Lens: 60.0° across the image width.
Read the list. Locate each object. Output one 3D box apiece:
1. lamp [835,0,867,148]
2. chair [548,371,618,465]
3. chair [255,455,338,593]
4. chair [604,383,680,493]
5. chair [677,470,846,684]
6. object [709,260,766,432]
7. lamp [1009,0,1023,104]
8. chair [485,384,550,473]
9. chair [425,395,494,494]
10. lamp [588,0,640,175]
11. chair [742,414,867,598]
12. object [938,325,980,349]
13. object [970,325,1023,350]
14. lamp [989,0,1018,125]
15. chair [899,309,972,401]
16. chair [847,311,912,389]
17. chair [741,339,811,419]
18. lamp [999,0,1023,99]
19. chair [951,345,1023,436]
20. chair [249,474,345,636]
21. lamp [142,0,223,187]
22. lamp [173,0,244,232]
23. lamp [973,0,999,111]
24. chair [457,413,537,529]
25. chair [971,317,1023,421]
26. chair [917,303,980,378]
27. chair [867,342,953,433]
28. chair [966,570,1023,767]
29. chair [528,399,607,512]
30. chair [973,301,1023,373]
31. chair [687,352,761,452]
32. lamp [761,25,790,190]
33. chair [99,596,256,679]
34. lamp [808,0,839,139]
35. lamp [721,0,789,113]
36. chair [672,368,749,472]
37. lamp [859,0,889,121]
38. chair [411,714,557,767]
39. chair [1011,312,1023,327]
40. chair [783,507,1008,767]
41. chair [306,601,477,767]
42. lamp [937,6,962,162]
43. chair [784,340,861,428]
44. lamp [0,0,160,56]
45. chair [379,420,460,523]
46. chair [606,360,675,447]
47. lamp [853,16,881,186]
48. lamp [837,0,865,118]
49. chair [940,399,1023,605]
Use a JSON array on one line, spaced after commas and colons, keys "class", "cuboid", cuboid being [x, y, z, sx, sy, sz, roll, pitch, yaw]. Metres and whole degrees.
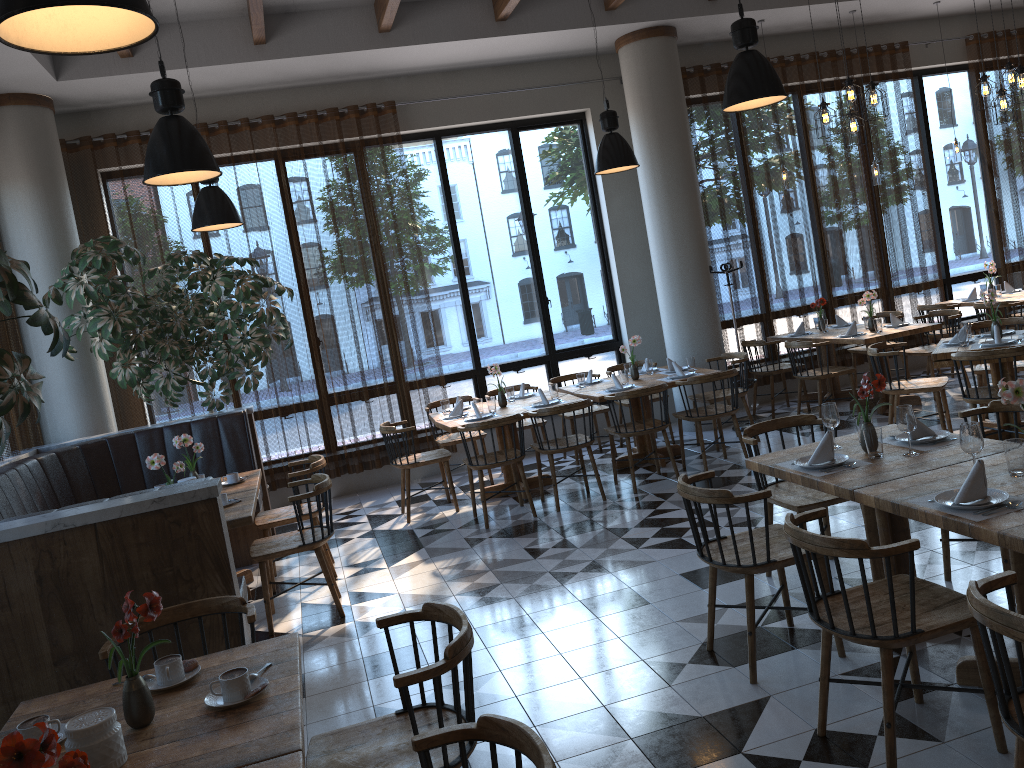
[{"class": "lamp", "cuboid": [2.742, -3.034, 7.443, 0.175, 2.065, 0.175, -12, 4, -28]}, {"class": "chair", "cuboid": [0.694, 0.322, 8.718, 0.520, 0.815, 0.550, -11, 5, -13]}, {"class": "chair", "cuboid": [-1.526, 0.968, 6.272, 0.551, 0.815, 0.520, -11, 4, -14]}, {"class": "chair", "cuboid": [1.052, 0.418, 7.250, 0.520, 0.815, 0.550, -11, 5, -13]}, {"class": "chair", "cuboid": [1.061, 0.781, 3.856, 0.551, 0.815, 0.520, -11, 4, -14]}, {"class": "object", "cuboid": [2.243, -0.379, 8.778, 0.376, 1.654, 0.374, -12, 4, -31]}, {"class": "lamp", "cuboid": [4.194, -3.422, 7.485, 0.175, 2.065, 0.175, -12, 4, -28]}, {"class": "chair", "cuboid": [0.073, 0.446, 8.564, 0.520, 0.815, 0.550, -11, 5, -13]}, {"class": "chair", "cuboid": [-0.495, 0.559, 8.423, 0.520, 0.815, 0.550, -11, 5, -13]}, {"class": "lamp", "cuboid": [0.730, -2.721, 7.436, 0.392, 1.860, 0.390, -13, 5, -36]}, {"class": "chair", "cuboid": [1.552, 0.613, 4.630, 0.520, 0.815, 0.550, -11, 5, -13]}, {"class": "object", "cuboid": [3.436, -0.379, 6.826, 0.271, 0.137, 0.354, -6, 7, 31]}, {"class": "object", "cuboid": [3.532, -0.356, 6.459, 0.351, 0.137, 0.274, -6, 7, 31]}, {"class": "lamp", "cuboid": [4.158, -3.307, 7.707, 0.175, 2.065, 0.175, -9, 4, 5]}, {"class": "chair", "cuboid": [4.205, -0.293, 8.799, 0.551, 0.815, 0.520, -11, 4, -14]}, {"class": "chair", "cuboid": [3.999, -0.345, 9.617, 0.551, 0.815, 0.520, -11, 4, -14]}, {"class": "chair", "cuboid": [2.752, -0.097, 9.308, 0.551, 0.815, 0.520, -11, 4, -14]}, {"class": "lamp", "cuboid": [4.298, -3.579, 7.834, 0.175, 2.065, 0.175, -9, 4, 5]}, {"class": "chair", "cuboid": [3.400, 0.129, 6.169, 0.518, 0.815, 0.553, -7, 5, 31]}, {"class": "chair", "cuboid": [-1.316, 1.021, 5.440, 0.551, 0.815, 0.520, -11, 4, -14]}, {"class": "lamp", "cuboid": [-1.831, -1.958, 4.448, 0.391, 1.860, 0.391, -11, 4, -11]}, {"class": "lamp", "cuboid": [-2.389, -2.099, 6.662, 0.390, 1.860, 0.391, -10, 4, -1]}, {"class": "lamp", "cuboid": [4.114, -3.498, 7.910, 0.175, 2.065, 0.175, -10, 4, -6]}, {"class": "chair", "cuboid": [-0.120, 0.651, 6.959, 0.520, 0.815, 0.550, -11, 5, -13]}, {"class": "chair", "cuboid": [4.048, -0.101, 7.269, 0.518, 0.815, 0.553, -7, 5, 31]}, {"class": "chair", "cuboid": [4.854, -0.515, 9.830, 0.551, 0.815, 0.520, -11, 4, -14]}, {"class": "chair", "cuboid": [3.177, 0.072, 7.053, 0.548, 0.815, 0.522, -7, 5, 31]}, {"class": "chair", "cuboid": [1.485, 0.888, 2.174, 0.551, 0.815, 0.520, -11, 4, -14]}, {"class": "chair", "cuboid": [0.431, 0.542, 7.096, 0.520, 0.815, 0.550, -11, 5, -13]}, {"class": "chair", "cuboid": [5.061, -0.463, 9.012, 0.551, 0.815, 0.520, -11, 4, -14]}, {"class": "chair", "cuboid": [1.967, 0.153, 8.246, 0.551, 0.815, 0.520, -11, 4, -14]}, {"class": "lamp", "cuboid": [2.734, -3.022, 9.305, 0.078, 1.959, 0.078, -13, 5, -38]}, {"class": "chair", "cuboid": [-1.089, 1.235, 3.081, 0.520, 0.815, 0.550, -11, 5, -13]}, {"class": "lamp", "cuboid": [2.556, -3.150, 7.583, 0.174, 2.065, 0.176, -8, 4, 29]}, {"class": "lamp", "cuboid": [1.290, -2.580, 5.223, 0.392, 1.860, 0.390, -12, 4, -26]}, {"class": "chair", "cuboid": [1.653, 0.298, 7.399, 0.520, 0.815, 0.550, -11, 5, -13]}, {"class": "lamp", "cuboid": [2.840, -3.208, 7.260, 0.176, 2.065, 0.175, -13, 5, -39]}, {"class": "chair", "cuboid": [-0.116, 1.203, 1.816, 0.551, 0.815, 0.520, -11, 4, -14]}, {"class": "chair", "cuboid": [6.101, -0.764, 10.139, 0.551, 0.815, 0.520, -11, 4, -14]}, {"class": "chair", "cuboid": [1.273, 0.835, 3.014, 0.551, 0.815, 0.520, -11, 4, -14]}, {"class": "chair", "cuboid": [-0.326, 1.150, 2.649, 0.551, 0.815, 0.520, -11, 4, -14]}, {"class": "lamp", "cuboid": [4.816, -3.444, 9.822, 0.078, 1.959, 0.078, -10, 4, -6]}, {"class": "chair", "cuboid": [2.959, -0.044, 8.490, 0.551, 0.815, 0.520, -11, 4, -14]}, {"class": "lamp", "cuboid": [-1.266, -1.815, 2.209, 0.389, 1.860, 0.392, -7, 5, 34]}, {"class": "chair", "cuboid": [-0.790, 0.702, 7.562, 0.551, 0.815, 0.520, -11, 4, -14]}, {"class": "chair", "cuboid": [1.278, 0.206, 8.863, 0.520, 0.815, 0.550, -11, 5, -13]}, {"class": "lamp", "cuboid": [3.811, -3.129, 9.575, 0.078, 1.959, 0.078, -8, 4, 27]}, {"class": "lamp", "cuboid": [2.631, -3.224, 7.210, 0.175, 2.065, 0.175, -12, 4, -28]}, {"class": "chair", "cuboid": [2.329, 0.528, 4.170, 0.551, 0.815, 0.520, -11, 4, -14]}]
